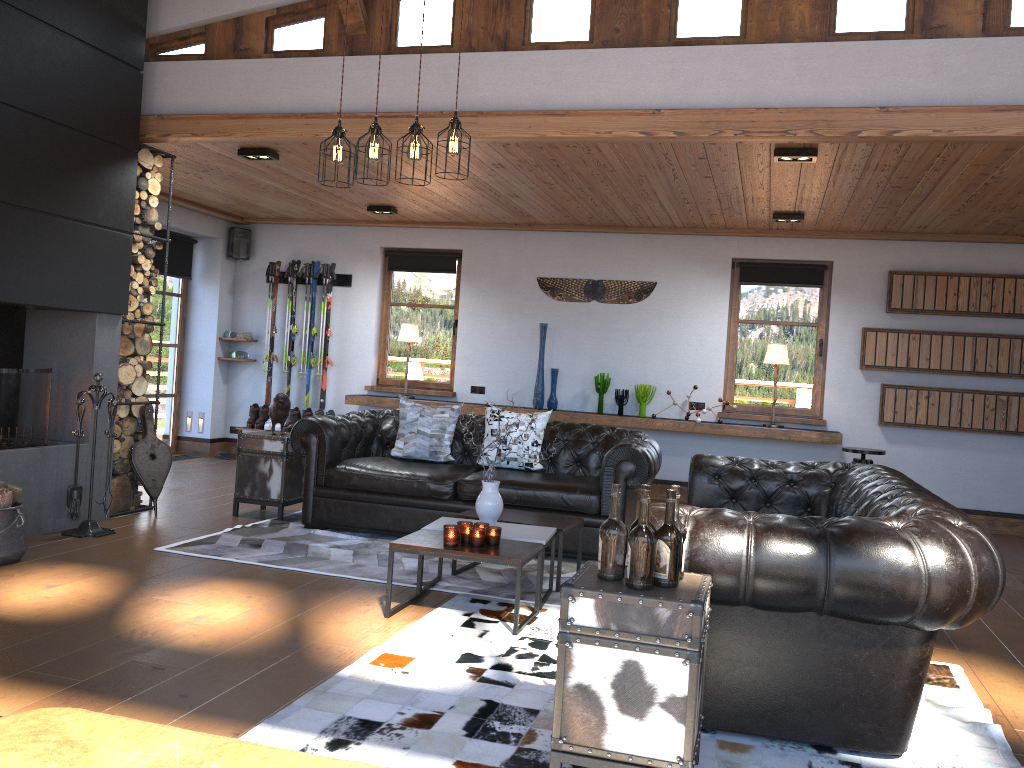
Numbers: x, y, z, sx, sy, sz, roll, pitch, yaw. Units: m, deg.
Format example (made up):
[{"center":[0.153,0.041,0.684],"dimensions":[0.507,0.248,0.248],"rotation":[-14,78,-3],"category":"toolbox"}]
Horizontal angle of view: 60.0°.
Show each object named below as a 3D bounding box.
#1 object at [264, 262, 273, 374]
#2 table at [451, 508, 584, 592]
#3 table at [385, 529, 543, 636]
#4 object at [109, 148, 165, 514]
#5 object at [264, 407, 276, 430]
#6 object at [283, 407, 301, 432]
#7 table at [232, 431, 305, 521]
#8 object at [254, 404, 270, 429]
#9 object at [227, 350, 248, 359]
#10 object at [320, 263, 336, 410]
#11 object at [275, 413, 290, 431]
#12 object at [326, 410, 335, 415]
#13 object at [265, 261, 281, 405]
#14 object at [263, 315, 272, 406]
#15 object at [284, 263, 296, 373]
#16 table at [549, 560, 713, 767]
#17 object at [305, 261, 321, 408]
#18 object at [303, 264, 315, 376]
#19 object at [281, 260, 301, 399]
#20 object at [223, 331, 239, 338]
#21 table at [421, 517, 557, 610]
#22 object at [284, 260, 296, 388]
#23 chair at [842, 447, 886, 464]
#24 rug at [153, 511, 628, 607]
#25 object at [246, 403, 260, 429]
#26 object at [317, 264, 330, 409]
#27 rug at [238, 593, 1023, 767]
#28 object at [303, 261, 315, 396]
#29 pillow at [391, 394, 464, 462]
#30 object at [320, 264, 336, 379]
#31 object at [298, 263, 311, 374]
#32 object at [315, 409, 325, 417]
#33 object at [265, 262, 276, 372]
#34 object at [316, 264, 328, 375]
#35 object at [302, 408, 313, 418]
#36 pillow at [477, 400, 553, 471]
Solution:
[{"center":[-2.682,-0.719,9.702],"dimensions":[0.059,1.249,0.121],"rotation":[4,0,-2],"category":"object"},{"center":[0.038,0.945,5.151],"dimensions":[0.645,0.350,0.403],"rotation":[4,1,20],"category":"table"},{"center":[-0.222,0.944,4.290],"dimensions":[0.646,0.350,0.402],"rotation":[4,1,15],"category":"table"},{"center":[-2.886,-0.393,6.376],"dimensions":[0.464,2.612,0.496],"rotation":[4,0,15],"category":"object"},{"center":[-2.619,0.364,9.694],"dimensions":[0.116,0.270,0.253],"rotation":[4,1,21],"category":"object"},{"center":[-2.381,0.381,9.626],"dimensions":[0.115,0.270,0.254],"rotation":[4,1,36],"category":"object"},{"center":[-1.777,0.674,6.617],"dimensions":[0.415,0.609,0.408],"rotation":[4,1,16],"category":"table"},{"center":[-2.737,0.356,9.725],"dimensions":[0.116,0.270,0.253],"rotation":[4,1,21],"category":"object"},{"center":[-3.099,-0.333,9.985],"dimensions":[0.190,0.084,0.348],"rotation":[3,1,-39],"category":"object"},{"center":[-1.975,-0.516,9.655],"dimensions":[0.095,1.606,0.116],"rotation":[4,0,16],"category":"object"},{"center":[-2.499,0.372,9.677],"dimensions":[0.116,0.270,0.253],"rotation":[4,1,21],"category":"object"},{"center":[-1.968,0.411,9.519],"dimensions":[0.116,0.270,0.253],"rotation":[4,1,11],"category":"object"},{"center":[-2.617,-0.561,9.827],"dimensions":[0.095,1.606,0.116],"rotation":[4,0,16],"category":"object"},{"center":[-2.708,-0.554,9.863],"dimensions":[0.095,1.606,0.116],"rotation":[4,0,16],"category":"object"},{"center":[-2.472,-0.705,9.722],"dimensions":[0.121,1.249,0.059],"rotation":[4,0,-3],"category":"object"},{"center":[0.368,0.893,2.683],"dimensions":[0.415,0.609,0.408],"rotation":[4,1,16],"category":"table"},{"center":[-2.181,-0.548,9.768],"dimensions":[0.072,1.622,0.112],"rotation":[4,0,16],"category":"object"},{"center":[-2.248,-0.689,9.662],"dimensions":[0.121,1.249,0.059],"rotation":[4,0,-3],"category":"object"},{"center":[-2.432,-0.564,9.730],"dimensions":[0.103,1.622,0.255],"rotation":[4,0,12],"category":"object"},{"center":[-3.162,-0.557,10.006],"dimensions":[0.188,0.084,0.160],"rotation":[4,1,14],"category":"object"},{"center":[-0.123,0.942,4.720],"dimensions":[0.647,0.350,0.402],"rotation":[4,1,10],"category":"table"},{"center":[-2.471,-0.568,9.826],"dimensions":[0.072,1.622,0.112],"rotation":[4,0,16],"category":"object"},{"center":[3.064,0.931,7.780],"dimensions":[0.390,0.721,0.395],"rotation":[4,0,16],"category":"chair"},{"center":[0.148,1.094,5.854],"dimensions":[4.019,0.053,2.447],"rotation":[4,1,16],"category":"rug"},{"center":[-2.850,0.348,9.758],"dimensions":[0.116,0.270,0.252],"rotation":[4,1,6],"category":"object"},{"center":[-2.066,-0.508,9.691],"dimensions":[0.095,1.606,0.116],"rotation":[4,0,16],"category":"object"},{"center":[0.328,1.171,2.548],"dimensions":[2.417,0.053,3.832],"rotation":[4,1,17],"category":"rug"},{"center":[-2.249,-0.553,9.798],"dimensions":[0.072,1.622,0.112],"rotation":[4,0,16],"category":"object"},{"center":[-0.635,0.323,6.612],"dimensions":[0.525,0.469,0.285],"rotation":[4,1,18],"category":"pillow"},{"center":[-2.001,-0.672,9.609],"dimensions":[0.122,1.249,0.058],"rotation":[4,0,-23],"category":"object"},{"center":[-2.279,-0.690,9.603],"dimensions":[0.122,1.249,0.058],"rotation":[4,0,-28],"category":"object"},{"center":[-2.089,0.402,9.552],"dimensions":[0.116,0.270,0.253],"rotation":[4,1,11],"category":"object"},{"center":[-2.696,-0.721,9.783],"dimensions":[0.121,1.249,0.059],"rotation":[4,0,-3],"category":"object"},{"center":[-2.080,-0.676,9.535],"dimensions":[0.122,1.249,0.058],"rotation":[4,0,-18],"category":"object"},{"center":[-2.243,0.390,9.622],"dimensions":[0.115,0.270,0.254],"rotation":[4,1,31],"category":"object"},{"center":[0.017,0.370,6.437],"dimensions":[0.525,0.469,0.285],"rotation":[4,1,18],"category":"pillow"}]
